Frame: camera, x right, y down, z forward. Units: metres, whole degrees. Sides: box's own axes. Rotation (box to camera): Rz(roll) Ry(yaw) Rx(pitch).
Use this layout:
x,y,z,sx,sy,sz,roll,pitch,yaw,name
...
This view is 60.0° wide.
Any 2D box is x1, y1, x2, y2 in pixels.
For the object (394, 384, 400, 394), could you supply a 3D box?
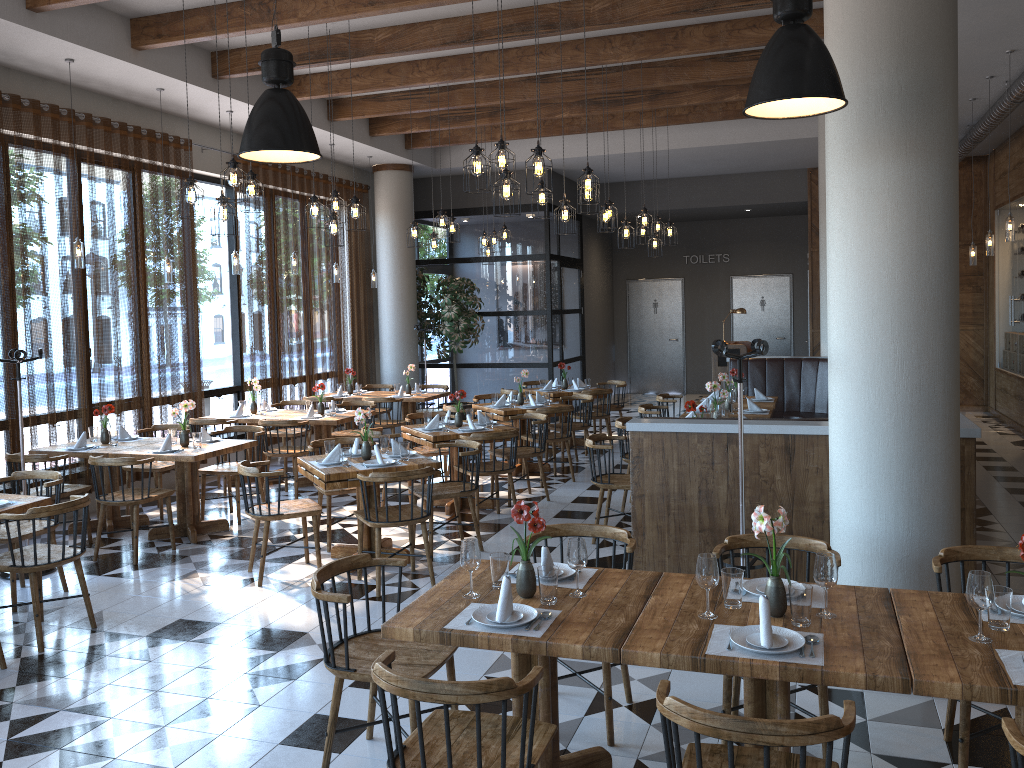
x,y,z,sx,sy,sz,roll,pitch,yaw,name
-1.528,0.064,11.808,0.080,0.132,0.080,-1,3,4,object

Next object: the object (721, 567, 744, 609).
x,y,z,sx,sy,sz,roll,pitch,yaw,name
0.794,0.737,3.189,0.080,0.132,0.080,-4,4,-41,object

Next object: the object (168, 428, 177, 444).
x,y,z,sx,sy,sz,roll,pitch,yaw,name
-2.941,0.454,7.684,0.080,0.132,0.080,-1,3,4,object

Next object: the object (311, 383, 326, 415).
x,y,z,sx,sy,sz,roll,pitch,yaw,name
-2.075,0.161,9.540,0.156,0.354,0.171,-2,3,-2,object

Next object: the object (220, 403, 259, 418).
x,y,z,sx,sy,sz,roll,pitch,yaw,name
-2.973,0.287,9.629,0.352,0.137,0.272,0,5,19,object

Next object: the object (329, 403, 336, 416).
x,y,z,sx,sy,sz,roll,pitch,yaw,name
-1.914,0.275,9.459,0.080,0.132,0.080,-1,3,4,object

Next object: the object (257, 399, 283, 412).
x,y,z,sx,sy,sz,roll,pitch,yaw,name
-2.806,0.239,10.134,0.352,0.137,0.272,0,5,19,object

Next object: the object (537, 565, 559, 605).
x,y,z,sx,sy,sz,roll,pitch,yaw,name
0.134,0.746,3.283,0.080,0.132,0.080,-4,4,-36,object

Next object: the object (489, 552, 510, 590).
x,y,z,sx,sy,sz,roll,pitch,yaw,name
-0.047,0.735,3.478,0.080,0.132,0.080,-4,4,-41,object

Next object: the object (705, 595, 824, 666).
x,y,z,sx,sy,sz,roll,pitch,yaw,name
0.811,0.764,2.836,0.352,0.137,0.272,0,5,19,object

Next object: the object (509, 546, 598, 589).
x,y,z,sx,sy,sz,roll,pitch,yaw,name
0.148,0.715,3.618,0.352,0.137,0.272,0,5,19,object

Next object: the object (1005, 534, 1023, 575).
x,y,z,sx,sy,sz,roll,pitch,yaw,name
1.651,0.636,2.787,0.171,0.354,0.156,-3,3,-33,object

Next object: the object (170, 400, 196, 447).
x,y,z,sx,sy,sz,roll,pitch,yaw,name
-2.775,0.333,7.485,0.207,0.399,0.146,-2,3,-17,object

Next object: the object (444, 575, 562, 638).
x,y,z,sx,sy,sz,roll,pitch,yaw,name
-0.030,0.762,3.125,0.352,0.137,0.272,0,5,19,object

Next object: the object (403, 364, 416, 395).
x,y,z,sx,sy,sz,roll,pitch,yaw,name
-1.341,-0.060,11.635,0.146,0.399,0.207,-1,3,12,object

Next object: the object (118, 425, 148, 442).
x,y,z,sx,sy,sz,roll,pitch,yaw,name
-3.517,0.436,8.058,0.352,0.137,0.272,0,5,19,object

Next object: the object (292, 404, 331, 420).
x,y,z,sx,sy,sz,roll,pitch,yaw,name
-2.132,0.289,9.340,0.352,0.137,0.272,0,5,19,object

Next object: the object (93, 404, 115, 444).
x,y,z,sx,sy,sz,roll,pitch,yaw,name
-3.564,0.352,7.768,0.171,0.354,0.156,1,4,42,object

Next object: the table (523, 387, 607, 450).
x,y,z,sx,sy,sz,roll,pitch,yaw,name
0.723,0.448,11.849,0.865,0.762,0.865,-3,4,-26,table

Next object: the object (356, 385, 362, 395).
x,y,z,sx,sy,sz,roll,pitch,yaw,name
-2.033,0.079,11.791,0.080,0.132,0.080,1,4,34,object

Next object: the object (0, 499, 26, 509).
x,y,z,sx,sy,sz,roll,pitch,yaw,name
-3.125,0.664,5.253,0.272,0.137,0.353,0,5,19,object

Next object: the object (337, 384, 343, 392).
x,y,z,sx,sy,sz,roll,pitch,yaw,name
-2.350,0.062,12.090,0.080,0.132,0.080,1,4,34,object

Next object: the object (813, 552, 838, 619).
x,y,z,sx,sy,sz,roll,pitch,yaw,name
1.089,0.697,3.074,0.081,0.215,0.081,-1,3,11,object

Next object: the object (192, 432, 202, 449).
x,y,z,sx,sy,sz,roll,pitch,yaw,name
-2.624,0.471,7.385,0.080,0.132,0.080,-1,3,4,object

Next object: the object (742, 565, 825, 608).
x,y,z,sx,sy,sz,roll,pitch,yaw,name
0.989,0.717,3.330,0.352,0.137,0.272,0,5,19,object

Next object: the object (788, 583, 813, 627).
x,y,z,sx,sy,sz,roll,pitch,yaw,name
0.976,0.748,2.994,0.080,0.132,0.080,1,4,34,object

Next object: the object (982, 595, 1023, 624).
x,y,z,sx,sy,sz,roll,pitch,yaw,name
1.796,0.718,3.053,0.352,0.137,0.272,0,5,19,object

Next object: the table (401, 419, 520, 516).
x,y,z,sx,sy,sz,roll,pitch,yaw,name
-0.488,0.782,8.316,0.865,0.762,0.865,-3,4,-26,table

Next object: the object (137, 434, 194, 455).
x,y,z,sx,sy,sz,roll,pitch,yaw,name
-2.843,0.485,7.264,0.352,0.137,0.272,0,5,19,object

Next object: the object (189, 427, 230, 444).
x,y,z,sx,sy,sz,roll,pitch,yaw,name
-2.676,0.437,7.769,0.352,0.137,0.272,0,5,19,object

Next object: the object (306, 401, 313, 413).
x,y,z,sx,sy,sz,roll,pitch,yaw,name
-2.231,0.258,9.757,0.080,0.132,0.080,-1,3,4,object

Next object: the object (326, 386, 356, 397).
x,y,z,sx,sy,sz,roll,pitch,yaw,name
-2.273,0.094,11.671,0.352,0.137,0.272,0,5,19,object

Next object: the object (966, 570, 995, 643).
x,y,z,sx,sy,sz,roll,pitch,yaw,name
1.490,0.707,2.821,0.081,0.215,0.081,-1,3,11,object

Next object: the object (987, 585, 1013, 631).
x,y,z,sx,sy,sz,roll,pitch,yaw,name
1.601,0.738,2.912,0.080,0.132,0.080,-4,4,-41,object

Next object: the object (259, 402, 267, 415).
x,y,z,sx,sy,sz,roll,pitch,yaw,name
-2.735,0.273,9.741,0.080,0.132,0.080,-4,4,-36,object

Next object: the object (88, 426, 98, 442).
x,y,z,sx,sy,sz,roll,pitch,yaw,name
-3.762,0.453,7.965,0.080,0.132,0.080,1,4,44,object

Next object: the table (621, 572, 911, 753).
x,y,z,sx,sy,sz,roll,pitch,yaw,name
0.896,1.189,3.107,0.850,0.762,0.852,0,4,19,table

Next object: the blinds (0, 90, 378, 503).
x,y,z,sx,sy,sz,roll,pitch,yaw,name
-3.368,-0.939,10.248,0.160,3.573,7.284,-1,4,19,blinds

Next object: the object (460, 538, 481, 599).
x,y,z,sx,sy,sz,roll,pitch,yaw,name
-0.158,0.704,3.387,0.081,0.215,0.081,-2,3,-18,object

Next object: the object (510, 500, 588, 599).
x,y,z,sx,sy,sz,roll,pitch,yaw,name
0.131,0.628,3.366,0.295,0.354,0.166,0,3,24,object

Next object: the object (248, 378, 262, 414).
x,y,z,sx,sy,sz,roll,pitch,yaw,name
-2.875,0.129,9.903,0.206,0.399,0.146,0,3,23,object

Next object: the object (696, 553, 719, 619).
x,y,z,sx,sy,sz,roll,pitch,yaw,name
0.684,0.706,3.098,0.081,0.215,0.081,-2,3,-18,object

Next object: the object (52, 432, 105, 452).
x,y,z,sx,sy,sz,roll,pitch,yaw,name
-3.684,0.483,7.552,0.352,0.137,0.272,0,5,19,object

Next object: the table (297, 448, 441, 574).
x,y,z,sx,sy,sz,roll,pitch,yaw,name
-1.070,0.943,6.616,0.865,0.762,0.865,-3,4,-26,table

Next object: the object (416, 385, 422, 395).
x,y,z,sx,sy,sz,roll,pitch,yaw,name
-1.211,0.081,11.510,0.080,0.132,0.080,-1,3,4,object

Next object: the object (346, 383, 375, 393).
x,y,z,sx,sy,sz,roll,pitch,yaw,name
-2.106,0.046,12.177,0.352,0.137,0.272,0,5,19,object

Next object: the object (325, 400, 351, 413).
x,y,z,sx,sy,sz,roll,pitch,yaw,name
-1.965,0.241,9.846,0.352,0.137,0.272,0,5,19,object

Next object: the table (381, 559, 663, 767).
x,y,z,sx,sy,sz,roll,pitch,yaw,name
0.089,1.188,3.383,0.850,0.762,0.852,0,4,19,table

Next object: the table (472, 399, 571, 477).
x,y,z,sx,sy,sz,roll,pitch,yaw,name
0.114,0.616,10.073,0.865,0.762,0.865,-3,4,-26,table

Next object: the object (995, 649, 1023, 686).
x,y,z,sx,sy,sz,roll,pitch,yaw,name
1.618,0.765,2.559,0.352,0.137,0.272,0,5,19,object

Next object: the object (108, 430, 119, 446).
x,y,z,sx,sy,sz,roll,pitch,yaw,name
-3.445,0.469,7.667,0.080,0.132,0.080,1,4,44,object

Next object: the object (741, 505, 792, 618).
x,y,z,sx,sy,sz,roll,pitch,yaw,name
0.892,0.609,3.076,0.146,0.399,0.207,-3,3,-22,object

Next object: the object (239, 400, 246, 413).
x,y,z,sx,sy,sz,roll,pitch,yaw,name
-3.052,0.256,10.039,0.080,0.132,0.080,-4,4,-36,object

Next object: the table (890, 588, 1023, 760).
x,y,z,sx,sy,sz,roll,pitch,yaw,name
1.704,1.191,2.829,0.850,0.762,0.852,0,4,19,table

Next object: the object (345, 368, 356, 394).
x,y,z,sx,sy,sz,roll,pitch,yaw,name
-2.173,-0.042,11.950,0.156,0.354,0.171,-2,3,-5,object
